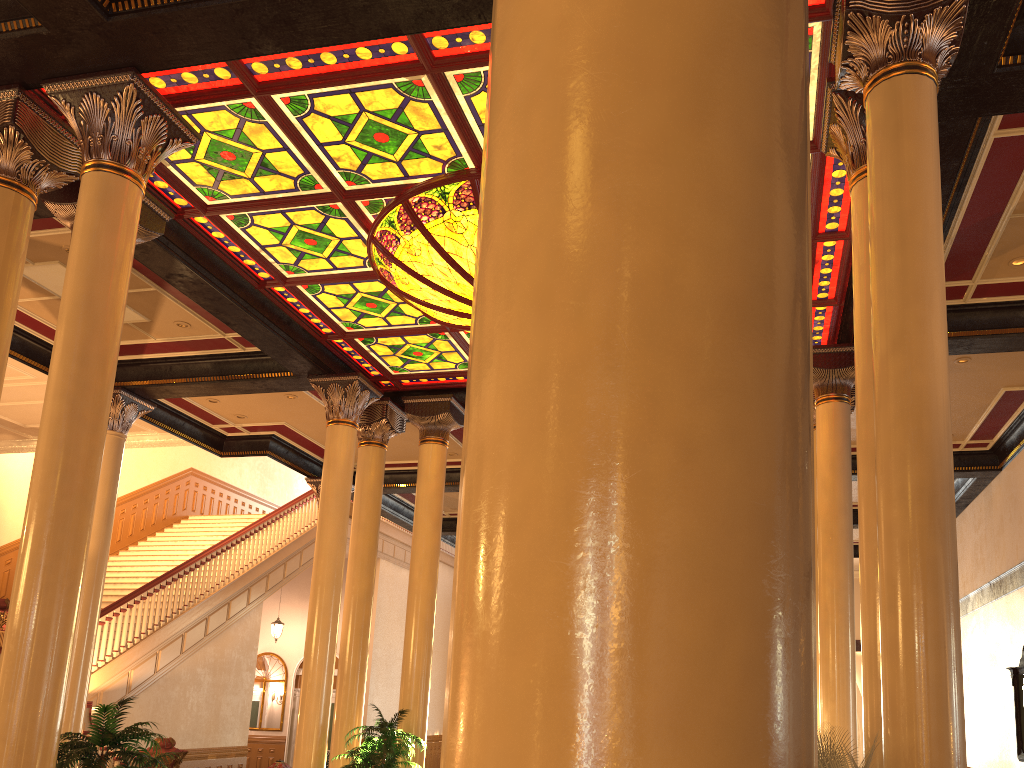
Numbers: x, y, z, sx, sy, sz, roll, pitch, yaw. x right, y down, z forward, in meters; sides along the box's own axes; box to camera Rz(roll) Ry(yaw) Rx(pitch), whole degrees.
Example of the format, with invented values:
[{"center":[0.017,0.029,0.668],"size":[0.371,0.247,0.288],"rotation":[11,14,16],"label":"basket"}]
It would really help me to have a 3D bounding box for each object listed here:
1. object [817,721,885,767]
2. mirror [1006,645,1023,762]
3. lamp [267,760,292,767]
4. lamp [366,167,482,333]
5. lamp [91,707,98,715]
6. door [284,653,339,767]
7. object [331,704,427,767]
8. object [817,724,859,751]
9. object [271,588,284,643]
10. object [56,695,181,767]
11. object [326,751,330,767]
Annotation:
[{"center":[1.103,2.680,4.397],"size":[1.787,2.196,2.196],"rotation":[-3,-17,17],"label":"object"},{"center":[6.918,4.275,11.620],"size":[0.196,1.499,1.468],"rotation":[-1,-16,16],"label":"mirror"},{"center":[-3.472,5.815,12.926],"size":[0.314,0.405,0.336],"rotation":[-1,-15,11],"label":"lamp"},{"center":[0.179,-0.835,7.966],"size":[2.948,0.582,3.172],"rotation":[-3,-21,12],"label":"lamp"},{"center":[-5.599,5.113,11.007],"size":[0.564,1.945,0.616],"rotation":[-5,-15,32],"label":"lamp"},{"center":[-4.725,8.170,21.101],"size":[1.448,3.361,0.212],"rotation":[-1,-12,13],"label":"door"},{"center":[-1.479,4.565,9.451],"size":[1.124,2.079,1.031],"rotation":[9,-15,-26],"label":"object"},{"center":[2.618,4.208,8.344],"size":[2.046,2.182,1.891],"rotation":[1,-15,3],"label":"object"},{"center":[-5.177,0.664,6.059],"size":[0.673,4.137,31.021],"rotation":[3,-20,-1],"label":"object"},{"center":[-2.605,3.054,5.489],"size":[1.031,2.079,1.123],"rotation":[2,-14,3],"label":"object"},{"center":[-2.816,6.510,13.755],"size":[1.106,1.388,1.052],"rotation":[-12,-20,42],"label":"object"}]
